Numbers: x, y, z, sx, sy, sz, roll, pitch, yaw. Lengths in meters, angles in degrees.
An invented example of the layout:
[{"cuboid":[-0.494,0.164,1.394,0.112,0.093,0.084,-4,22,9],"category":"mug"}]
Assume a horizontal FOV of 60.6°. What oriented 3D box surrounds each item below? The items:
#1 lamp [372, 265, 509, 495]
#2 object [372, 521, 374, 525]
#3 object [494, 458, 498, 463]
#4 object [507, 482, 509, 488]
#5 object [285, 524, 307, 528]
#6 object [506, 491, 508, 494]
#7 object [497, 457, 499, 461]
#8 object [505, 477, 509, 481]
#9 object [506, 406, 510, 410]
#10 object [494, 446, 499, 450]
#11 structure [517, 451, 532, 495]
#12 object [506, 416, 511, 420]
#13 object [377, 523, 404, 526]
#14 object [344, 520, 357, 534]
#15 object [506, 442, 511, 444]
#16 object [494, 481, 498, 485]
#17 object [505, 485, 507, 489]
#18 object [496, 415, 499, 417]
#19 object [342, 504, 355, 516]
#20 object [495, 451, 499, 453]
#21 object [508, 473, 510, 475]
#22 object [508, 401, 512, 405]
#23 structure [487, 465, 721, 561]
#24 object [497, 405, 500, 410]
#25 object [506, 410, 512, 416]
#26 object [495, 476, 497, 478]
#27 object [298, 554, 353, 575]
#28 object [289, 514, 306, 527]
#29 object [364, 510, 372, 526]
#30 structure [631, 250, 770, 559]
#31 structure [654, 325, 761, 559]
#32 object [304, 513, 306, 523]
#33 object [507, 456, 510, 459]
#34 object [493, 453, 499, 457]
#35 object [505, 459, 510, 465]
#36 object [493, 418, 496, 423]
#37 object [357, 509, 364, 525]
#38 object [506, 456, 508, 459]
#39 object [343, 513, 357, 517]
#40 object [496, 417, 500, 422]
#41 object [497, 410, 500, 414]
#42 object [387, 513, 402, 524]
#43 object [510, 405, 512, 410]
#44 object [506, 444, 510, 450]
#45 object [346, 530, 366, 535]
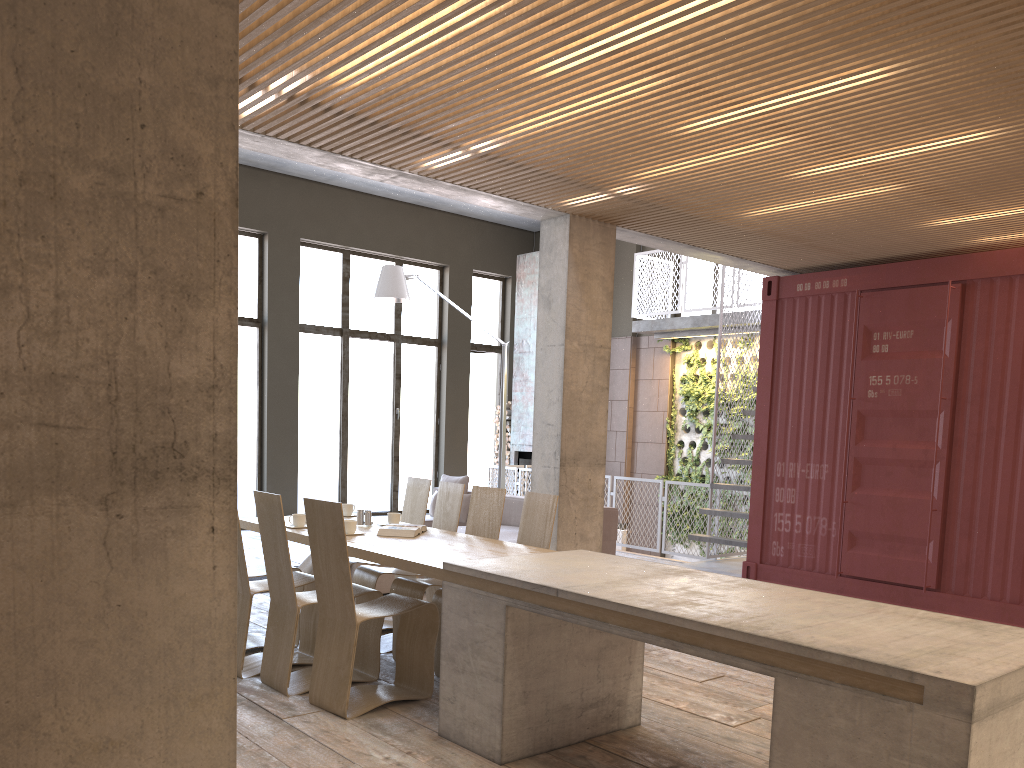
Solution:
[{"cuboid":[-0.666,0.427,11.118,0.750,3.459,2.621,6,4,37],"category":"lamp"},{"cuboid":[-1.018,0.996,6.290,0.050,0.019,0.050,1,-2,32],"category":"object"},{"cuboid":[-0.127,1.373,15.757,0.437,0.093,0.091,4,0,-40],"category":"object"},{"cuboid":[0.076,1.791,15.472,0.364,0.126,0.063,4,2,-39],"category":"object"},{"cuboid":[-1.474,0.982,6.048,0.185,0.014,0.184,4,-4,-37],"category":"object"},{"cuboid":[0.033,1.935,15.596,0.437,0.094,0.092,4,0,-40],"category":"object"},{"cuboid":[-0.067,1.343,15.692,0.455,0.090,0.090,4,0,-40],"category":"object"},{"cuboid":[0.093,1.681,15.499,0.480,0.084,0.093,4,-1,-40],"category":"object"},{"cuboid":[-0.075,0.434,15.469,0.292,0.104,0.103,4,0,-41],"category":"object"},{"cuboid":[-0.106,1.141,15.672,0.455,0.090,0.090,4,0,-39],"category":"object"},{"cuboid":[0.302,1.625,15.076,0.056,0.937,0.571,-3,6,-41],"category":"structure"},{"cuboid":[0.083,0.595,15.398,0.423,0.068,0.066,4,0,-41],"category":"object"},{"cuboid":[-0.852,1.017,6.318,0.184,0.014,0.185,0,-3,35],"category":"object"},{"cuboid":[-1.071,0.942,5.759,0.093,0.089,0.116,3,0,23],"category":"object"},{"cuboid":[0.012,1.037,15.499,0.332,0.057,0.088,4,-2,-40],"category":"object"},{"cuboid":[-0.102,1.778,15.665,0.480,0.084,0.093,4,-1,-41],"category":"object"},{"cuboid":[-0.035,1.832,15.555,0.294,0.108,0.098,4,0,-41],"category":"object"},{"cuboid":[-0.114,0.592,15.630,0.425,0.087,0.065,4,0,-43],"category":"object"},{"cuboid":[-1.292,0.988,6.901,0.093,0.089,0.116,2,0,3],"category":"object"},{"cuboid":[-0.140,1.230,15.720,0.363,0.068,0.121,4,-2,-42],"category":"object"},{"cuboid":[0.109,1.602,15.512,0.435,0.080,0.114,4,-2,-41],"category":"object"},{"cuboid":[0.080,0.342,15.443,0.332,0.056,0.087,4,-2,-41],"category":"object"},{"cuboid":[1.775,1.780,12.894,1.927,0.941,4.406,3,-3,-41],"category":"structure"},{"cuboid":[-0.070,0.434,15.592,0.455,0.091,0.090,4,0,-42],"category":"object"},{"cuboid":[0.054,0.516,15.417,0.437,0.094,0.093,4,0,-41],"category":"object"},{"cuboid":[-0.132,1.657,15.794,0.436,0.108,0.079,4,1,-41],"category":"object"},{"cuboid":[-1.449,1.715,8.440,1.598,0.507,1.038,3,-1,-22],"category":"object"},{"cuboid":[-1.471,0.942,6.035,0.093,0.089,0.116,2,0,14],"category":"object"},{"cuboid":[-1.021,0.948,6.221,0.052,0.111,0.052,2,4,4],"category":"object"},{"cuboid":[2.685,0.184,11.623,3.033,4.357,3.658,-1,3,-41],"category":"structure"},{"cuboid":[3.129,0.833,12.852,1.003,3.859,2.607,-2,5,-41],"category":"structure"},{"cuboid":[-1.450,0.950,6.313,0.088,0.113,0.122,4,2,41],"category":"object"},{"cuboid":[0.029,1.291,15.388,0.250,0.048,0.062,4,-1,-42],"category":"object"},{"cuboid":[-0.147,1.266,15.620,0.423,0.073,0.071,4,0,-40],"category":"object"},{"cuboid":[0.022,1.366,15.402,0.292,0.104,0.100,4,0,-42],"category":"object"},{"cuboid":[-0.145,0.660,15.645,0.437,0.093,0.091,4,0,-41],"category":"object"},{"cuboid":[-1.078,0.945,6.234,0.052,0.113,0.052,2,4,4],"category":"object"},{"cuboid":[0.079,1.292,15.495,0.423,0.068,0.067,4,0,-40],"category":"object"},{"cuboid":[-1.294,1.030,6.891,0.184,0.014,0.185,0,-3,35],"category":"object"},{"cuboid":[-0.091,0.633,15.574,0.455,0.090,0.090,4,0,-41],"category":"object"},{"cuboid":[-0.074,0.506,15.540,0.435,0.080,0.112,4,-1,-41],"category":"object"},{"cuboid":[-0.850,0.975,6.327,0.093,0.089,0.116,2,0,3],"category":"object"},{"cuboid":[0.102,0.421,15.469,0.294,0.109,0.099,4,0,-40],"category":"object"},{"cuboid":[-0.010,1.111,15.483,0.294,0.108,0.098,4,0,-41],"category":"object"},{"cuboid":[-1.073,0.982,5.772,0.185,0.014,0.184,3,-3,-28],"category":"object"}]
